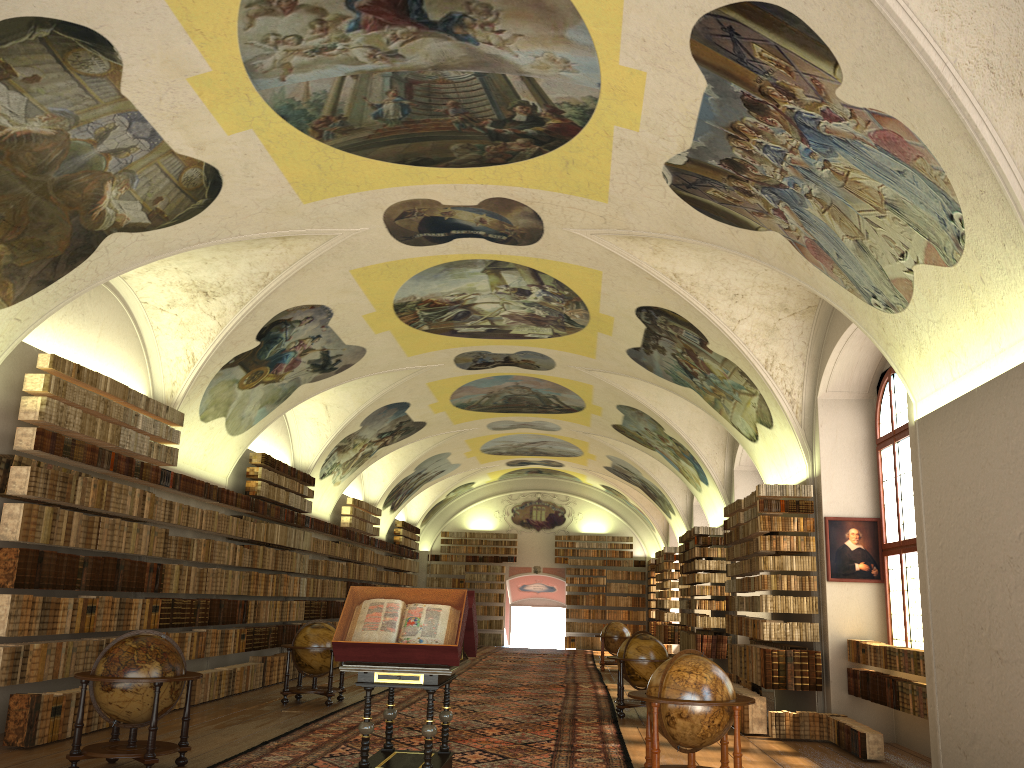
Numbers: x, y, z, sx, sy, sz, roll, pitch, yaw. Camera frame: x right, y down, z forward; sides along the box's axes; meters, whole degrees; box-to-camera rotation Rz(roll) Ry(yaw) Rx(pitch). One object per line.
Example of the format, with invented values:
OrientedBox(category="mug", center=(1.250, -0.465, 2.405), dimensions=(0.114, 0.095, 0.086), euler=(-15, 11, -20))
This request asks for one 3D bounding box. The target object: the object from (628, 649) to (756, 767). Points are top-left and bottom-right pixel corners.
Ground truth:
OrientedBox(category="object", center=(1.823, 3.449, 9.024), dimensions=(1.281, 1.442, 1.282), euler=(-10, -18, 41))

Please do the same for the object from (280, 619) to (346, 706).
OrientedBox(category="object", center=(-3.528, 4.991, 15.985), dimensions=(1.281, 1.442, 1.282), euler=(-10, -18, 41))

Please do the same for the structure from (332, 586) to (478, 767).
OrientedBox(category="structure", center=(-1.096, 3.193, 9.466), dimensions=(1.245, 1.972, 1.900), euler=(1, -13, 4))

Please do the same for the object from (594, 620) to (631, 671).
OrientedBox(category="object", center=(3.069, 7.716, 26.174), dimensions=(1.282, 1.442, 1.281), euler=(14, -18, -42))

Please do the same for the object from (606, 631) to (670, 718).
OrientedBox(category="object", center=(2.297, 5.071, 15.543), dimensions=(1.281, 1.442, 1.282), euler=(10, -16, -32))

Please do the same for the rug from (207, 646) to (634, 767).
OrientedBox(category="rug", center=(-0.271, 6.522, 18.955), dimensions=(4.704, 0.064, 37.069), euler=(1, -14, 4))

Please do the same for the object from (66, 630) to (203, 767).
OrientedBox(category="object", center=(-4.001, 3.369, 9.467), dimensions=(1.281, 1.442, 1.282), euler=(10, -16, -32))
